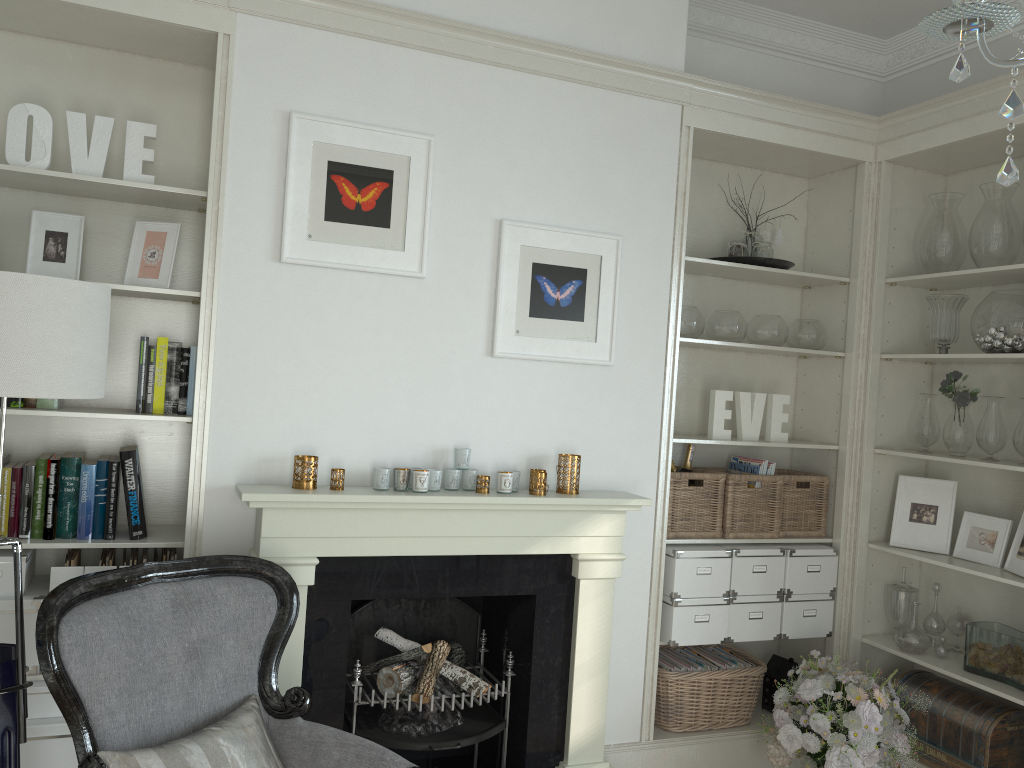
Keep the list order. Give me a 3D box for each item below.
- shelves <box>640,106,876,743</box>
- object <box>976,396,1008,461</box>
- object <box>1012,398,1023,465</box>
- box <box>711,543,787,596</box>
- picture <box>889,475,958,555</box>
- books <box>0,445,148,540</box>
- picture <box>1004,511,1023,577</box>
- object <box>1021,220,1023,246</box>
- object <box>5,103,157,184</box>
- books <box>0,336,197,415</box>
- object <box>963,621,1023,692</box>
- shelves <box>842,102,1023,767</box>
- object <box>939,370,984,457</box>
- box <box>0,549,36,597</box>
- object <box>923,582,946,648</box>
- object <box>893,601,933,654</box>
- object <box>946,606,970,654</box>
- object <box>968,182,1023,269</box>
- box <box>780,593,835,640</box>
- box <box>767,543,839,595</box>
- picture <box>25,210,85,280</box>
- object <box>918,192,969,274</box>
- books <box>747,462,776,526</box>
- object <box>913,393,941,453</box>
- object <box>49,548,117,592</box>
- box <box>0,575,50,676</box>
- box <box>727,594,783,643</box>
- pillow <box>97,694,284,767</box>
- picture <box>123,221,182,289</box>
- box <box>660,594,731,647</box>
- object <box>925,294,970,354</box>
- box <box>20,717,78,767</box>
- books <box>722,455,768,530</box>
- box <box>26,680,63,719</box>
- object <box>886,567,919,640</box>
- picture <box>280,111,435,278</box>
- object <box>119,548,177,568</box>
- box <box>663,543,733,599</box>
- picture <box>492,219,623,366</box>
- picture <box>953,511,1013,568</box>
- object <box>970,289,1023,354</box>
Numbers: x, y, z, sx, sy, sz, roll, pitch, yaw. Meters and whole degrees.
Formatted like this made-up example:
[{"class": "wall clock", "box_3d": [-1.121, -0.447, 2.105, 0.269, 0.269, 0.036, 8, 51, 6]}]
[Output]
[{"class": "shelves", "box_3d": [0.971, 0.188, 3.853, 0.992, 2.523, 0.399, 4, 0, -22]}, {"class": "object", "box_3d": [1.895, 0.176, 3.500, 0.110, 0.251, 0.110, 4, 0, 40]}, {"class": "object", "box_3d": [1.956, 0.180, 3.350, 0.110, 0.251, 0.110, 4, 0, 40]}, {"class": "box", "box_3d": [0.944, 0.771, 3.840, 0.270, 0.191, 0.400, 4, 0, -22]}, {"class": "picture", "box_3d": [1.741, 0.547, 3.744, 0.231, 0.300, 0.127, 4, 0, 38]}, {"class": "books", "box_3d": [-1.569, 0.333, 2.844, 0.763, 0.302, 0.215, 4, 0, -21]}, {"class": "picture", "box_3d": [1.934, 0.561, 3.267, 0.124, 0.300, 0.202, 4, 0, 3]}, {"class": "object", "box_3d": [2.009, -0.607, 3.300, 0.193, 0.362, 0.193, 4, 0, -39]}, {"class": "object", "box_3d": [-1.422, -0.757, 2.802, 0.554, 0.216, 0.039, 4, 0, -22]}, {"class": "books", "box_3d": [-1.498, -0.074, 2.876, 0.919, 0.301, 0.209, 4, 0, -21]}, {"class": "object", "box_3d": [1.895, 1.029, 3.311, 0.171, 0.180, 0.387, 4, 0, -22]}, {"class": "shelves", "box_3d": [1.863, 0.247, 3.480, 0.399, 2.523, 0.972, 4, 0, -22]}, {"class": "object", "box_3d": [1.843, 0.121, 3.661, 0.166, 0.355, 0.206, 4, 0, 17]}, {"class": "box", "box_3d": [-1.638, 0.587, 2.835, 0.179, 0.126, 0.264, 4, 0, -22]}, {"class": "object", "box_3d": [1.794, 0.976, 3.760, 0.088, 0.271, 0.088, 4, 0, -17]}, {"class": "object", "box_3d": [1.658, 1.003, 3.662, 0.148, 0.200, 0.148, 4, 0, 35]}, {"class": "object", "box_3d": [1.869, 1.023, 3.712, 0.094, 0.188, 0.094, 4, 0, 20]}, {"class": "object", "box_3d": [1.935, -0.613, 3.545, 0.193, 0.362, 0.193, 4, 0, -39]}, {"class": "box", "box_3d": [1.183, 0.978, 3.937, 0.270, 0.191, 0.400, 4, 0, -22]}, {"class": "box", "box_3d": [1.197, 0.788, 3.929, 0.270, 0.191, 0.400, 4, 0, -22]}, {"class": "picture", "box_3d": [-1.479, -0.443, 2.875, 0.153, 0.228, 0.094, 4, 0, -22]}, {"class": "object", "box_3d": [1.836, -0.619, 3.771, 0.193, 0.362, 0.193, 4, 0, -39]}, {"class": "books", "box_3d": [0.984, 0.481, 3.859, 0.205, 0.306, 0.221, 4, 0, -22]}, {"class": "object", "box_3d": [1.777, 0.168, 3.795, 0.110, 0.251, 0.110, 4, 0, 40]}, {"class": "object", "box_3d": [-1.403, 0.721, 2.909, 0.188, 0.360, 0.294, 4, 0, -22]}, {"class": "box", "box_3d": [-1.739, 0.760, 2.790, 0.499, 0.238, 0.337, 4, 0, -22]}, {"class": "box", "box_3d": [0.927, 0.961, 3.834, 0.270, 0.191, 0.400, 4, 0, -22]}, {"class": "pillow", "box_3d": [-0.751, 0.981, 2.182, 0.210, 0.263, 0.547, 4, 0, 29]}, {"class": "picture", "box_3d": [-1.180, -0.424, 2.925, 0.153, 0.228, 0.094, 4, 0, 3]}, {"class": "box", "box_3d": [0.682, 0.945, 3.726, 0.270, 0.191, 0.400, 4, 0, -22]}, {"class": "object", "box_3d": [1.810, -0.241, 3.705, 0.168, 0.256, 0.168, 4, 0, 26]}, {"class": "box", "box_3d": [-1.565, 1.139, 2.788, 0.734, 0.264, 0.374, 4, 0, -22]}, {"class": "books", "box_3d": [0.947, 0.468, 3.843, 0.205, 0.306, 0.221, 4, 0, -22]}, {"class": "box", "box_3d": [-1.548, 0.960, 2.764, 0.608, 0.099, 0.219, 4, 0, -22]}, {"class": "object", "box_3d": [1.677, 0.945, 3.816, 0.129, 0.315, 0.129, 4, 0, -17]}, {"class": "picture", "box_3d": [-0.516, -0.632, 3.006, 0.494, 0.496, 0.024, 4, 0, -22]}, {"class": "object", "box_3d": [-1.222, 0.724, 2.982, 0.188, 0.378, 0.294, 4, 0, -22]}, {"class": "box", "box_3d": [0.689, 0.754, 3.724, 0.270, 0.191, 0.400, 4, 0, -22]}, {"class": "picture", "box_3d": [0.175, -0.331, 3.293, 0.494, 0.496, 0.024, 4, 0, -22]}, {"class": "picture", "box_3d": [1.892, 0.617, 3.531, 0.124, 0.192, 0.206, 4, 0, -27]}, {"class": "object", "box_3d": [1.944, -0.229, 3.407, 0.329, 0.249, 0.329, 4, 0, 43]}]
